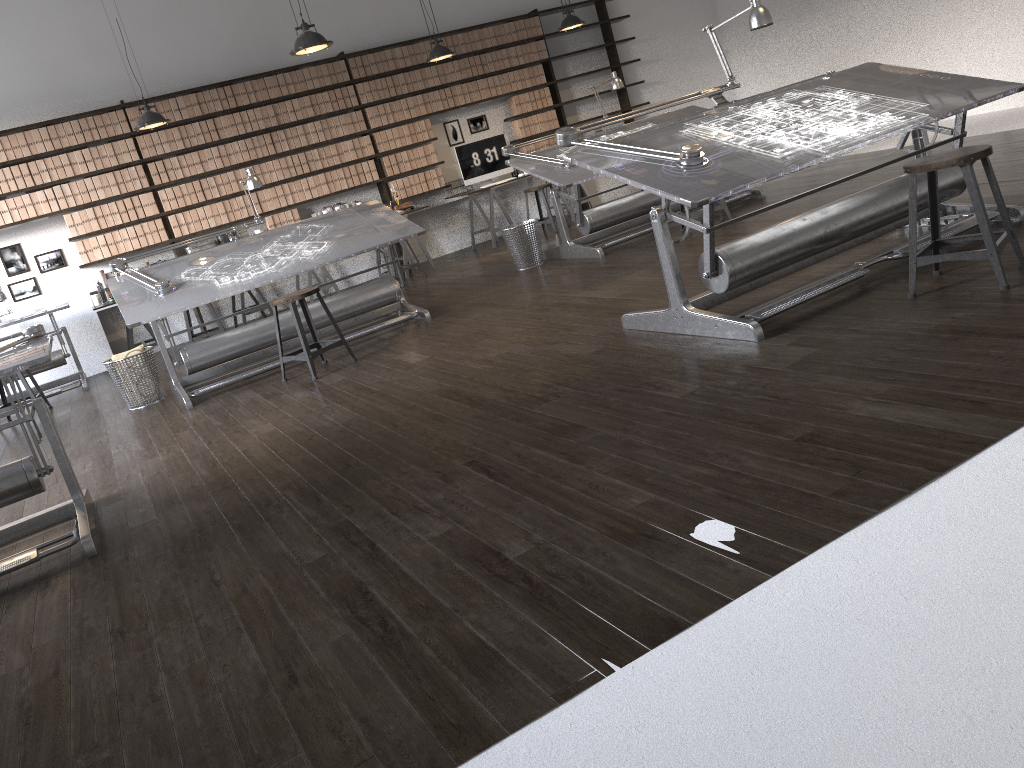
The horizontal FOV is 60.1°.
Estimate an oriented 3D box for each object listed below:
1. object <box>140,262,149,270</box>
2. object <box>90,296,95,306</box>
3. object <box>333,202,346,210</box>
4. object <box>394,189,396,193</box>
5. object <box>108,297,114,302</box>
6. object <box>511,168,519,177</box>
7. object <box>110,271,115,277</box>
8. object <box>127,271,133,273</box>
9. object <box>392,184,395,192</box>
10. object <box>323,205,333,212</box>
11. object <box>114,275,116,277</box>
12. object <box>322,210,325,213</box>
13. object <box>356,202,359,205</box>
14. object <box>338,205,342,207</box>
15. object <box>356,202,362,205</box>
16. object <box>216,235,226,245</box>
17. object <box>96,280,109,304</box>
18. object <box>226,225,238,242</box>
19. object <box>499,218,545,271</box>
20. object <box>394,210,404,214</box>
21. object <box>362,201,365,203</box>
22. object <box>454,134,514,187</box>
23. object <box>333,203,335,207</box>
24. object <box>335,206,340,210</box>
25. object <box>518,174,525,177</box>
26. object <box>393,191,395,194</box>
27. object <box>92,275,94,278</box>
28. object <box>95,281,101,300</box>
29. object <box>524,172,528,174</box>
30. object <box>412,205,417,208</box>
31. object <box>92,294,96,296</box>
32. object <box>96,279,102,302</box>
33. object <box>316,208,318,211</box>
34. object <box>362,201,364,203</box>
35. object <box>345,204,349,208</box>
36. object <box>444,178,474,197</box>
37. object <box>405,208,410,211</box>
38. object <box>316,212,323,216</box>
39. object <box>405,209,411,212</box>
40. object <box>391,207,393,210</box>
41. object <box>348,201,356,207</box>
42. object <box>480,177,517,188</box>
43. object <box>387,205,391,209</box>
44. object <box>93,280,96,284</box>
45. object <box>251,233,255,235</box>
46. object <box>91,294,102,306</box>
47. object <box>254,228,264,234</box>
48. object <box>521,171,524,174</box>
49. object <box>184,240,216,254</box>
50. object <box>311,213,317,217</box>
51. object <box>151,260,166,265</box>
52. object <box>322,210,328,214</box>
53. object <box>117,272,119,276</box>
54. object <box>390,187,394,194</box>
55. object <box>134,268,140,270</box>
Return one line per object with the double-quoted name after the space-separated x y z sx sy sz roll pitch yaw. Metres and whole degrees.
-3.657 -1.152 8.925 0.235 0.160 0.108 -8 15 31 "object"
-3.981 -0.799 8.467 0.070 0.102 0.069 -23 14 -27 "object"
-1.899 -1.919 9.777 0.095 0.160 0.206 -21 14 -21 "object"
-1.267 -2.061 9.736 0.005 0.178 0.022 -17 12 -4 "object"
-3.820 -0.804 8.445 0.049 0.037 0.049 -23 15 -26 "object"
0.028 -2.510 10.449 0.091 0.141 0.098 -4 18 44 "object"
-3.810 -1.008 8.556 0.072 0.184 0.008 -22 13 -23 "object"
-3.786 -1.085 8.820 0.063 0.092 0.063 -26 16 -37 "object"
-1.283 -2.086 9.753 0.007 0.226 0.020 -15 12 8 "object"
-2.005 -1.872 9.716 0.095 0.160 0.094 -23 14 -27 "object"
-3.811 -0.990 8.565 0.033 0.146 0.005 -22 13 -23 "object"
-2.039 -1.832 9.666 0.045 0.126 0.044 -22 13 -23 "object"
-1.707 -1.971 9.864 0.044 0.101 0.045 -24 14 -32 "object"
-1.878 -1.908 9.773 0.044 0.126 0.045 -18 12 -6 "object"
-1.672 -1.954 9.765 0.062 0.095 0.062 -15 13 8 "object"
-3.044 -1.477 9.315 0.078 0.186 0.080 -4 17 44 "object"
-3.902 -0.878 8.429 0.069 0.227 0.068 -22 13 -26 "object"
-2.901 -1.563 9.292 0.183 0.269 0.156 -27 16 -38 "object"
0.109 -1.183 7.564 0.353 0.374 0.356 -17 13 -2 "object"
-1.246 -1.855 9.560 0.132 0.050 0.200 -6 18 36 "object"
-1.659 -1.994 9.897 0.062 0.095 0.062 -15 13 8 "object"
-0.321 -2.541 10.190 0.648 0.513 0.205 -22 14 -23 "object"
-1.932 -1.904 9.720 0.004 0.167 0.030 -17 12 -1 "object"
-1.889 -1.877 9.671 0.061 0.118 0.062 -8 15 34 "object"
0.103 -2.394 10.144 0.059 0.028 0.106 -23 16 -26 "object"
-1.273 -2.049 9.736 0.008 0.152 0.038 -11 13 25 "object"
-4.120 -1.014 8.760 0.005 0.141 0.040 -24 14 -32 "object"
-3.972 -0.896 8.568 0.069 0.227 0.068 -22 13 -26 "object"
0.173 -2.526 10.344 0.094 0.143 0.095 -16 13 2 "object"
-1.076 -1.948 9.733 0.049 0.037 0.049 -21 14 -20 "object"
-4.014 -0.808 8.534 0.069 0.103 0.068 -23 14 -27 "object"
-3.935 -0.890 8.492 0.069 0.235 0.068 -22 13 -26 "object"
-2.102 -1.847 9.695 0.041 0.167 0.009 -21 13 -20 "object"
-1.661 -1.974 9.829 0.063 0.094 0.063 -15 13 8 "object"
-1.819 -1.926 9.781 0.061 0.118 0.062 -8 15 34 "object"
-0.606 -2.256 10.136 0.287 0.159 0.204 -25 16 -31 "object"
-1.146 -1.883 9.598 0.011 0.017 0.174 -8 17 34 "object"
-2.078 -1.810 9.628 0.062 0.117 0.064 -13 13 17 "object"
-1.135 -1.880 9.608 0.005 0.005 0.160 -8 16 31 "object"
-1.340 -1.900 9.750 0.060 0.088 0.060 -21 13 -19 "object"
-1.770 -1.974 9.895 0.095 0.128 0.095 -26 16 -35 "object"
-0.154 -2.274 10.008 0.442 0.017 0.119 -24 16 -28 "object"
-1.337 -1.895 9.680 0.050 0.111 0.049 -21 13 -20 "object"
-4.092 -0.988 8.758 0.061 0.110 0.062 -22 14 -24 "object"
-2.727 -1.542 9.376 0.045 0.100 0.044 -21 13 -21 "object"
-3.939 -0.795 8.402 0.069 0.103 0.068 -21 13 -19 "object"
-2.664 -1.571 9.367 0.095 0.127 0.094 -20 13 -17 "object"
0.150 -2.547 10.448 0.097 0.141 0.096 -18 13 -6 "object"
-3.201 -1.373 9.145 0.319 0.151 0.193 -23 15 -24 "object"
-2.139 -1.799 9.652 0.061 0.118 0.062 -13 13 17 "object"
-3.553 -1.194 8.940 0.172 0.107 0.091 -22 14 -23 "object"
-2.011 -1.825 9.610 0.061 0.118 0.062 -10 14 26 "object"
-3.795 -1.024 8.550 0.055 0.212 0.007 -14 12 11 "object"
-1.291 -2.070 9.734 0.055 0.212 0.007 -20 12 -17 "object"
-3.742 -1.110 8.865 0.062 0.093 0.062 -26 16 -37 "object"
